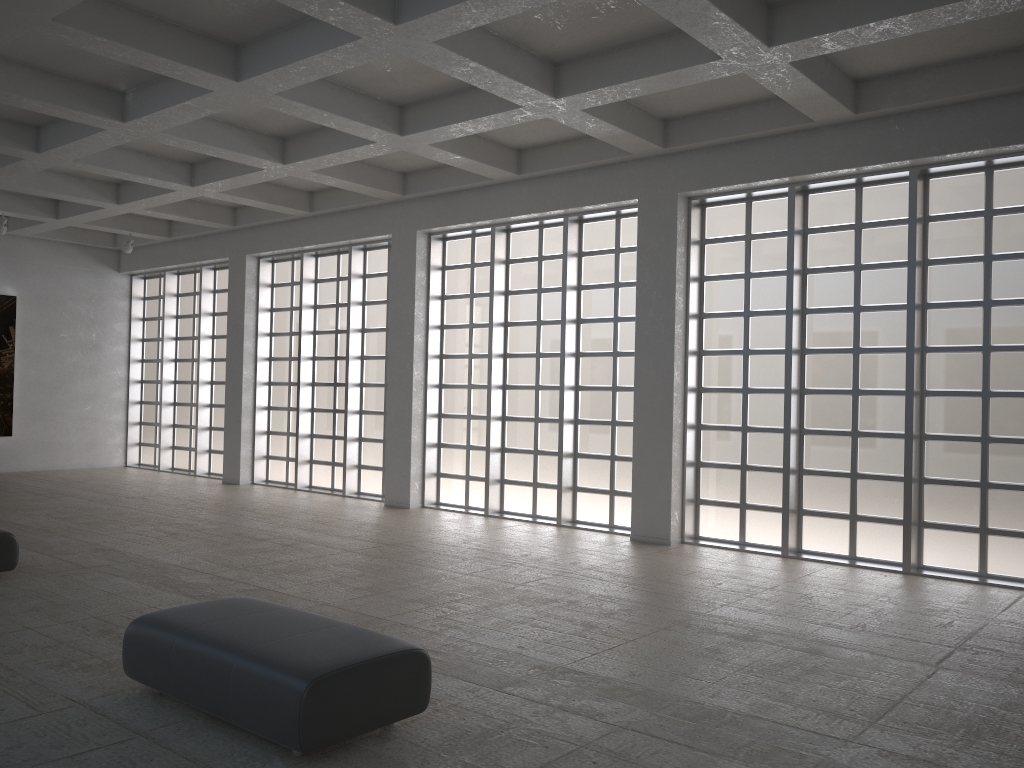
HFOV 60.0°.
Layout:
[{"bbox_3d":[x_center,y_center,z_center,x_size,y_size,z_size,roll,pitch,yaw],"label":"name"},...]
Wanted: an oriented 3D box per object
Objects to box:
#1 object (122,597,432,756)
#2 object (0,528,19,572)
[{"bbox_3d":[-2.424,2.827,8.924,3.044,0.828,1.616,1,-1,39],"label":"object"},{"bbox_3d":[-9.780,2.740,14.967,3.044,0.828,1.616,1,-1,39],"label":"object"}]
